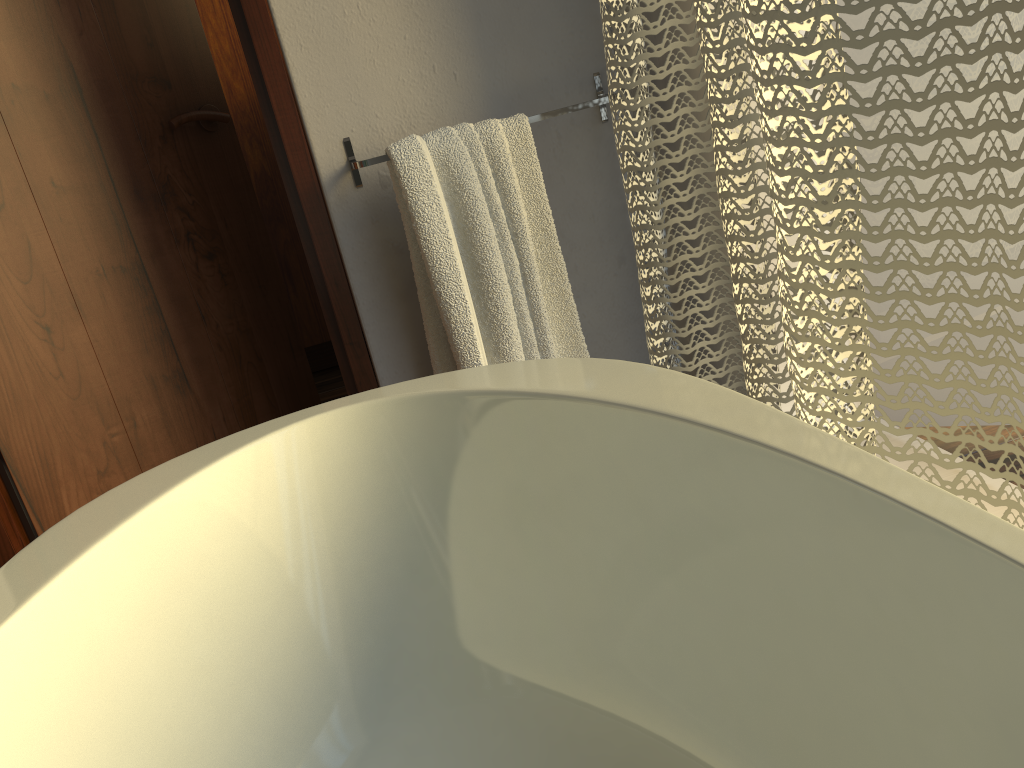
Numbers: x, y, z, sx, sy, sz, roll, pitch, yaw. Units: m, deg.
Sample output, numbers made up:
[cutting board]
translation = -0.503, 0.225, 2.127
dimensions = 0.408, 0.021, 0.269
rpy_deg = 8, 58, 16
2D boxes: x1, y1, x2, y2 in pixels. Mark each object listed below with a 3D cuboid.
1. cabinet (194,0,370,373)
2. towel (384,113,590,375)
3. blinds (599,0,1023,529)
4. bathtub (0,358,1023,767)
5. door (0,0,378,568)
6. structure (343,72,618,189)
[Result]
[cabinet]
translation = -0.766, -1.198, 2.776
dimensions = 1.475, 2.355, 0.362
rpy_deg = -16, 18, -6
[towel]
translation = -0.023, -0.123, 1.521
dimensions = 0.256, 0.635, 0.157
rpy_deg = -22, 20, -24
[blinds]
translation = 0.290, -0.641, 0.384
dimensions = 0.180, 2.328, 2.145
rpy_deg = -16, 18, -8
[bathtub]
translation = 0.030, 0.460, 0.361
dimensions = 0.760, 0.483, 1.636
rpy_deg = -17, 19, -8
[door]
translation = -0.786, -0.552, 1.586
dimensions = 0.726, 1.940, 0.468
rpy_deg = -16, 18, -7
[structure]
translation = -0.046, -0.419, 1.463
dimensions = 0.450, 0.088, 0.103
rpy_deg = -16, 19, -6
